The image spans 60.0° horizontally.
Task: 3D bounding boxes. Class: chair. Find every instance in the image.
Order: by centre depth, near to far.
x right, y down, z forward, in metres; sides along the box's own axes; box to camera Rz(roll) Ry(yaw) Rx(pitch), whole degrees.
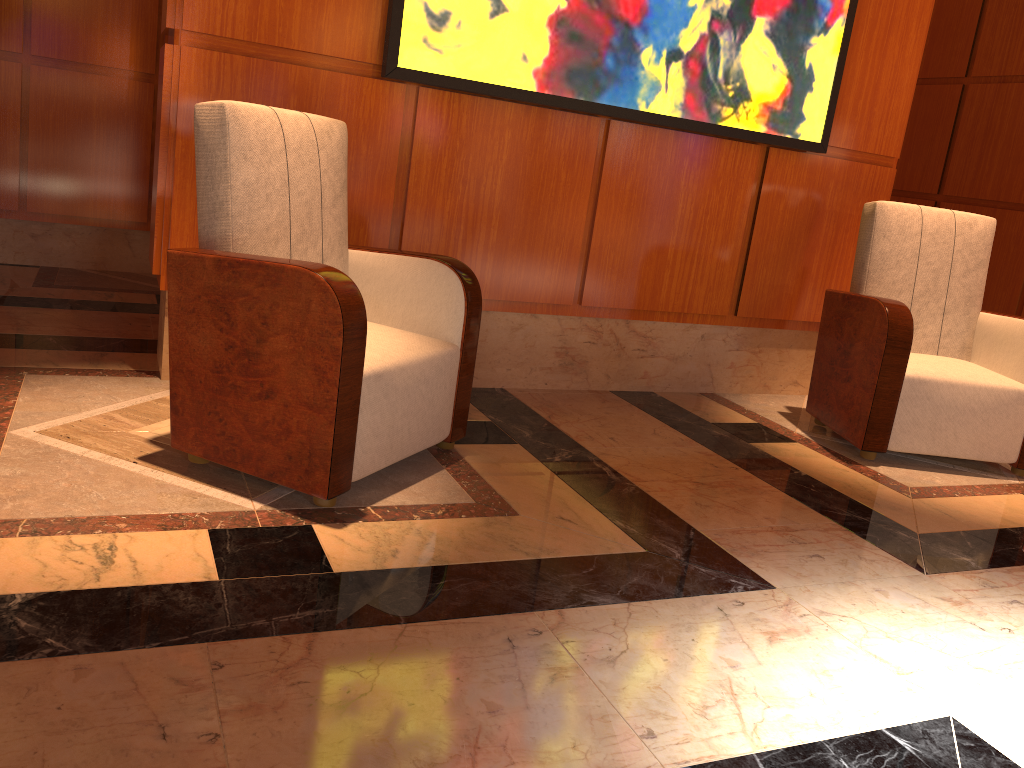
[{"bbox_3d":[-0.508,-0.269,2.520,0.630,0.953,0.741,14,14,23],"label":"chair"},{"bbox_3d":[1.698,-0.214,3.545,0.737,0.953,0.634,7,13,-6],"label":"chair"}]

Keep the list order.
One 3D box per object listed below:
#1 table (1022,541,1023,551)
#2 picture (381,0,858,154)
[{"bbox_3d":[1.414,0.541,1.301,1.167,0.530,0.731,2,15,-25],"label":"table"},{"bbox_3d":[0.579,-1.871,3.300,1.995,1.722,0.057,2,14,-25],"label":"picture"}]
